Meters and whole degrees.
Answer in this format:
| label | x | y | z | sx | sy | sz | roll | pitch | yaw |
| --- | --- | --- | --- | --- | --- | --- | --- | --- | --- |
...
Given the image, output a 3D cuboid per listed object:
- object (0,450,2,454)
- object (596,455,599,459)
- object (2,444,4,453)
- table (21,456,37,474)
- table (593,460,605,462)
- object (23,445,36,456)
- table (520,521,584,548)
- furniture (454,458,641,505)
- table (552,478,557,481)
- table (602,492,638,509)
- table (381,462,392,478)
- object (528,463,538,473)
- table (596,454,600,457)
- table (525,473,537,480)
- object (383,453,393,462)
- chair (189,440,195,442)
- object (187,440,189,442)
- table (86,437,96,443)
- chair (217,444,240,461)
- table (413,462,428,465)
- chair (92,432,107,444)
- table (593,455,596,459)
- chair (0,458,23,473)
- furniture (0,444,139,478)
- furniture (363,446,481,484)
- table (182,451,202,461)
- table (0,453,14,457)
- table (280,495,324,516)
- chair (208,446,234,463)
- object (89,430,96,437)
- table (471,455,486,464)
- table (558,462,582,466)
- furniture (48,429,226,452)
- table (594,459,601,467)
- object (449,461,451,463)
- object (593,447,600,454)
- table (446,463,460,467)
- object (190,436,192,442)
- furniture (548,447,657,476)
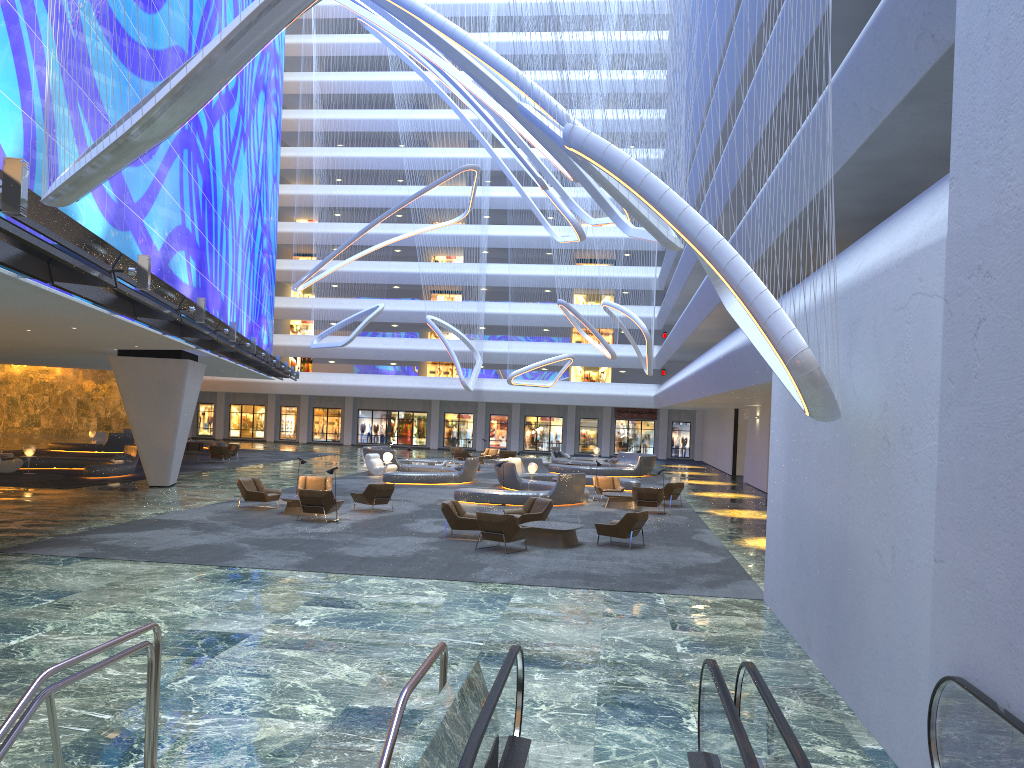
| label | x | y | z | sx | sy | sz | roll | pitch | yaw |
| --- | --- | --- | --- | --- | --- | --- | --- | --- | --- |
| object | -19.617 | 2.606 | 34.008 | 0.151 | 0.118 | 0.071 | 1 | -1 | 42 |
| object | 4.614 | 3.970 | 47.864 | 0.131 | 0.252 | 0.103 | 2 | 0 | -10 |
| object | -19.624 | 2.492 | 34.160 | 0.076 | 0.356 | 0.066 | 2 | 0 | -1 |
| table | -16.416 | 2.750 | 30.123 | 0.427 | 0.595 | 0.418 | 2 | -1 | 6 |
| table | 4.685 | 4.302 | 47.788 | 0.671 | 0.406 | 0.674 | 2 | -1 | 3 |
| object | -16.421 | 2.260 | 30.167 | 0.318 | 0.387 | 0.367 | 2 | -1 | 14 |
| table | 0.843 | 3.157 | 18.606 | 1.202 | 0.392 | 1.204 | 1 | -2 | 25 |
| furniture | 0.957 | 3.255 | 30.529 | 5.183 | 0.969 | 9.936 | 1 | -2 | 24 |
| table | 2.059 | 3.675 | 32.392 | 1.203 | 0.392 | 1.204 | 2 | -2 | 7 |
| table | 3.327 | 3.538 | 26.880 | 1.203 | 0.392 | 1.204 | 2 | -2 | 6 |
| table | -4.905 | 3.361 | 34.636 | 0.418 | 0.595 | 0.427 | 2 | -1 | -19 |
| object | 0.739 | 2.988 | 31.532 | 0.366 | 0.387 | 0.318 | 2 | -1 | 14 |
| table | 4.769 | 4.292 | 50.439 | 0.418 | 0.595 | 0.427 | 2 | -1 | -19 |
| table | 0.674 | 3.476 | 31.507 | 0.418 | 0.595 | 0.428 | 2 | -1 | 6 |
| object | -4.855 | 2.873 | 34.677 | 0.367 | 0.387 | 0.318 | 2 | -1 | -11 |
| chair | -18.183 | 3.420 | 49.947 | 0.586 | 0.501 | 0.491 | 2 | -1 | 23 |
| object | -18.016 | 3.190 | 49.305 | 0.071 | 0.118 | 0.151 | 2 | -1 | 42 |
| table | -21.904 | 3.076 | 46.096 | 0.418 | 0.595 | 0.428 | 2 | -1 | 6 |
| chair | -13.303 | 3.193 | 41.467 | 0.939 | 0.766 | 0.929 | 3 | -2 | -45 |
| table | -4.052 | 3.657 | 39.042 | 0.673 | 0.406 | 0.671 | 2 | -2 | 26 |
| chair | -21.839 | 2.986 | 47.031 | 0.729 | 0.882 | 1.156 | 3 | -1 | -39 |
| table | 4.591 | 4.233 | 49.184 | 0.418 | 0.595 | 0.427 | 3 | -1 | -39 |
| chair | -17.345 | 2.591 | 30.183 | 1.158 | 0.882 | 0.728 | 3 | -1 | -39 |
| furniture | -17.993 | 2.547 | 31.905 | 9.922 | 0.969 | 5.190 | 1 | -2 | 24 |
| furniture | -3.933 | 3.273 | 36.823 | 5.185 | 0.969 | 9.931 | 2 | -2 | -1 |
| table | -14.721 | 3.274 | 40.197 | 1.204 | 0.392 | 1.203 | 3 | -2 | -29 |
| table | -19.501 | 2.878 | 34.177 | 0.671 | 0.406 | 0.673 | 2 | -1 | -6 |
| table | -5.136 | 3.043 | 22.215 | 1.203 | 0.392 | 1.204 | 2 | -2 | 7 |
| chair | -13.031 | 3.138 | 39.521 | 0.929 | 0.766 | 0.939 | 2 | -1 | 5 |
| object | -21.840 | 2.588 | 46.120 | 0.366 | 0.387 | 0.318 | 2 | -1 | 14 |
| table | -2.070 | 3.999 | 46.723 | 1.202 | 0.392 | 1.204 | 1 | -2 | 42 |
| table | 2.855 | 4.088 | 43.595 | 1.203 | 0.392 | 1.204 | 2 | -2 | 7 |
| furniture | -20.116 | 3.000 | 47.682 | 5.183 | 0.969 | 9.936 | 1 | -2 | 24 |
| table | 4.237 | 4.057 | 44.425 | 0.418 | 0.595 | 0.428 | 2 | -1 | 3 |
| object | -2.736 | 3.453 | 39.187 | 0.071 | 0.118 | 0.151 | 2 | -1 | 17 |
| object | 4.818 | 3.804 | 50.480 | 0.367 | 0.387 | 0.318 | 2 | -1 | -11 |
| table | -2.540 | 3.721 | 39.144 | 0.674 | 0.406 | 0.671 | 3 | -2 | -31 |
| object | -17.859 | 3.078 | 49.317 | 0.066 | 0.356 | 0.076 | 2 | 0 | -1 |
| furniture | 4.505 | 3.895 | 45.250 | 5.185 | 0.969 | 9.932 | 2 | -2 | 3 |
